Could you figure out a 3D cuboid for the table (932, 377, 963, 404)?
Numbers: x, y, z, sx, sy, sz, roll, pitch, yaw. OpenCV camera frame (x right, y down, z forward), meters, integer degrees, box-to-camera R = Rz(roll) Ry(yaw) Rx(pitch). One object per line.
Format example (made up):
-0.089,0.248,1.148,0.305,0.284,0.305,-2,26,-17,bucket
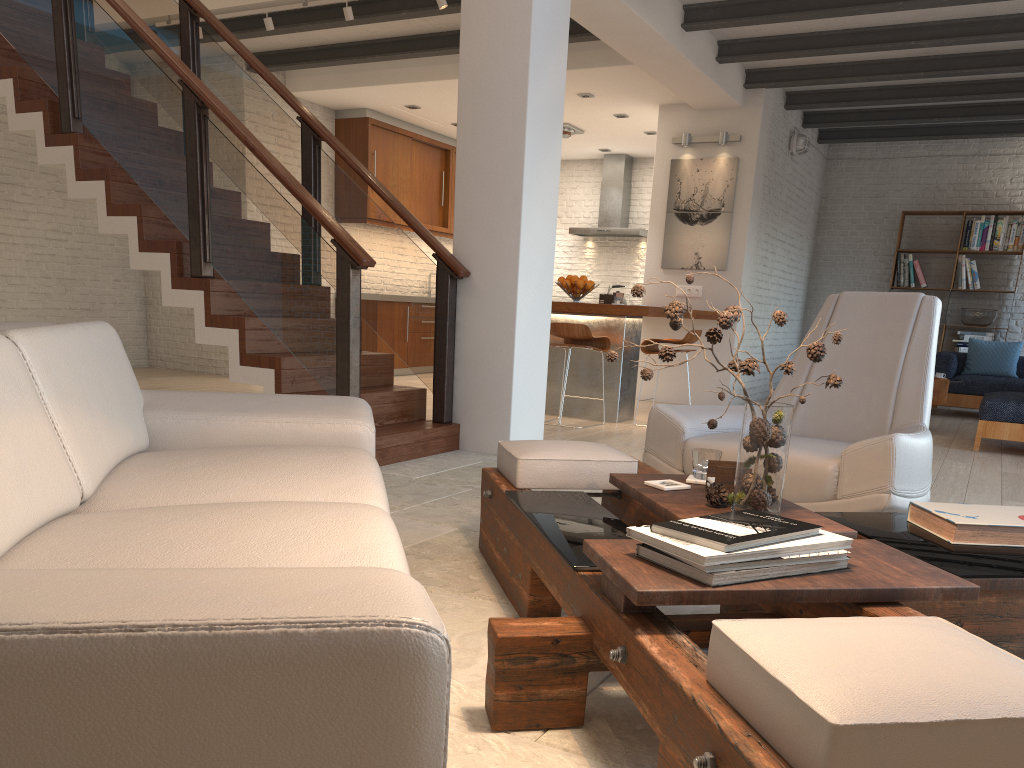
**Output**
3.645,0.125,8.374,1.061,0.462,1.798,8,7,34,table

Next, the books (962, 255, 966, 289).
5.256,-1.291,10.138,0.102,0.397,0.238,11,14,28,books

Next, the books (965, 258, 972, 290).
5.306,-1.270,10.127,0.123,0.361,0.265,10,13,28,books

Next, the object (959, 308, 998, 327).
5.438,-0.772,10.187,0.400,0.209,0.390,1,8,-20,object

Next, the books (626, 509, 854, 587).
0.465,0.322,1.751,0.399,0.077,0.243,0,7,-29,books

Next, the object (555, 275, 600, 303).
0.533,-0.776,7.140,0.366,0.230,0.351,2,8,-6,object

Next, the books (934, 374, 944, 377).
4.185,-0.087,8.762,0.231,0.023,0.157,2,5,-14,books

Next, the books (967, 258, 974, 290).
5.329,-1.269,10.125,0.123,0.361,0.265,10,13,28,books

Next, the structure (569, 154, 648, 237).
1.312,-2.438,11.295,0.974,1.029,0.445,8,14,27,structure

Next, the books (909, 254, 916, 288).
4.772,-1.342,10.392,0.119,0.395,0.238,11,14,28,books

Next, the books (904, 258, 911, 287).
4.737,-1.325,10.450,0.101,0.346,0.248,11,14,28,books

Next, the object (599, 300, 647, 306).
0.859,-0.644,6.942,0.390,0.036,0.194,6,6,31,object

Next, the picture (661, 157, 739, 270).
1.800,-1.633,8.409,0.647,1.052,0.019,9,16,26,picture

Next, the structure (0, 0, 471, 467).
-0.302,-1.759,5.509,10.039,4.286,13.568,7,7,28,structure

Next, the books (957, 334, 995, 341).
5.439,-0.539,10.230,0.376,0.067,0.238,5,6,22,books

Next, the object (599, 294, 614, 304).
0.767,-0.681,7.030,0.094,0.085,0.111,0,9,-17,object

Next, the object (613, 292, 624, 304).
0.841,-0.679,6.906,0.089,0.088,0.090,12,13,42,object

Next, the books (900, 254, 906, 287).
4.685,-1.354,10.450,0.090,0.398,0.238,11,14,28,books

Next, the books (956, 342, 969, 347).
5.398,-0.458,10.237,0.324,0.057,0.249,5,6,23,books

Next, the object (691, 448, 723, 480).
0.572,0.238,2.576,0.091,0.088,0.088,1,10,-12,object

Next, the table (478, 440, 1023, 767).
0.878,0.519,2.237,1.971,0.444,2.134,2,6,-11,table

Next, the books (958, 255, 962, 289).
5.234,-1.296,10.175,0.100,0.397,0.238,11,14,28,books

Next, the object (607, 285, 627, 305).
1.378,-1.153,11.370,0.260,0.285,0.256,-6,13,-40,object

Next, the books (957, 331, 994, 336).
5.436,-0.590,10.215,0.375,0.038,0.239,6,6,28,books

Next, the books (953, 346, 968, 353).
5.424,-0.395,10.250,0.378,0.067,0.237,5,6,14,books

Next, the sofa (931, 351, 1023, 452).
4.787,0.117,7.899,2.055,0.683,3.868,6,6,28,sofa

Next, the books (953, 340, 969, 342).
5.421,-0.495,10.230,0.439,0.021,0.266,6,6,28,books

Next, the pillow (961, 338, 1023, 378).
5.204,-0.278,9.439,0.549,0.424,0.217,7,13,26,pillow

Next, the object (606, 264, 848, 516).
0.498,0.015,2.152,0.542,0.629,0.304,3,13,-1,object

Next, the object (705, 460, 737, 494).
0.604,0.265,2.443,0.094,0.085,0.111,3,9,0,object

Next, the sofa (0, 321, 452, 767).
-0.840,0.279,1.964,1.144,0.781,2.253,1,6,-12,sofa

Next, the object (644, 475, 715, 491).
0.515,0.278,2.522,0.271,0.036,0.241,3,5,0,object

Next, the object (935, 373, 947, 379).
4.099,-0.073,8.363,0.153,0.059,0.264,6,6,21,object

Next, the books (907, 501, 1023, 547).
1.264,0.371,2.304,0.327,0.058,0.246,3,6,-2,books

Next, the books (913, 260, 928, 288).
4.863,-1.304,10.379,0.192,0.330,0.248,10,13,28,books
